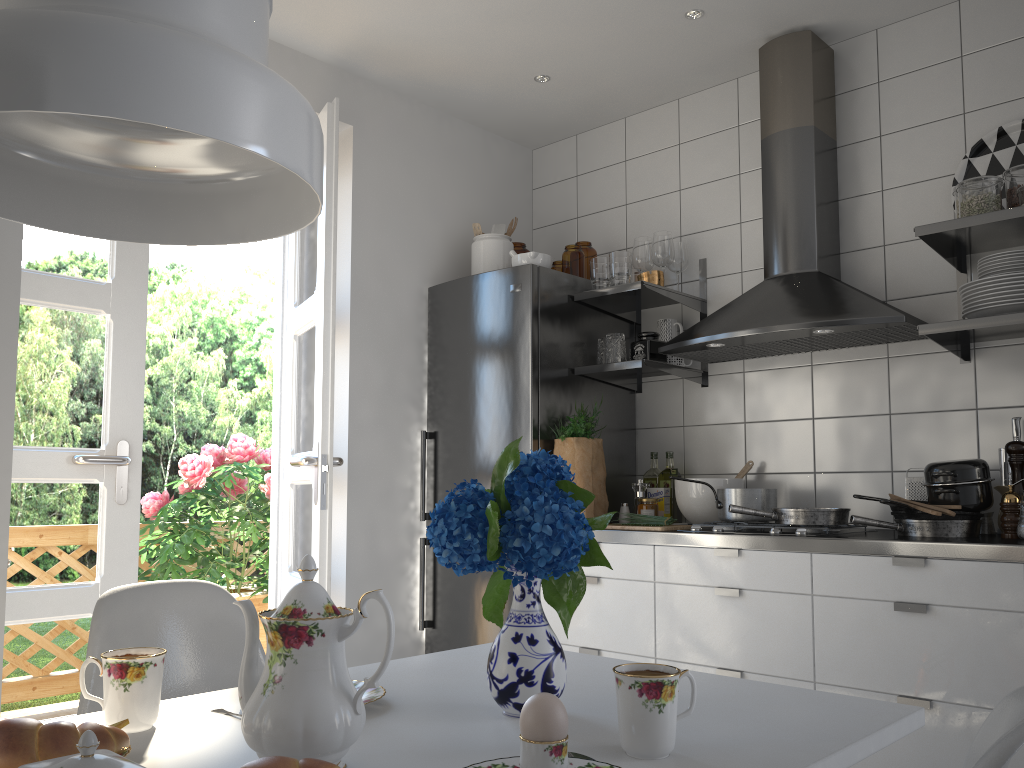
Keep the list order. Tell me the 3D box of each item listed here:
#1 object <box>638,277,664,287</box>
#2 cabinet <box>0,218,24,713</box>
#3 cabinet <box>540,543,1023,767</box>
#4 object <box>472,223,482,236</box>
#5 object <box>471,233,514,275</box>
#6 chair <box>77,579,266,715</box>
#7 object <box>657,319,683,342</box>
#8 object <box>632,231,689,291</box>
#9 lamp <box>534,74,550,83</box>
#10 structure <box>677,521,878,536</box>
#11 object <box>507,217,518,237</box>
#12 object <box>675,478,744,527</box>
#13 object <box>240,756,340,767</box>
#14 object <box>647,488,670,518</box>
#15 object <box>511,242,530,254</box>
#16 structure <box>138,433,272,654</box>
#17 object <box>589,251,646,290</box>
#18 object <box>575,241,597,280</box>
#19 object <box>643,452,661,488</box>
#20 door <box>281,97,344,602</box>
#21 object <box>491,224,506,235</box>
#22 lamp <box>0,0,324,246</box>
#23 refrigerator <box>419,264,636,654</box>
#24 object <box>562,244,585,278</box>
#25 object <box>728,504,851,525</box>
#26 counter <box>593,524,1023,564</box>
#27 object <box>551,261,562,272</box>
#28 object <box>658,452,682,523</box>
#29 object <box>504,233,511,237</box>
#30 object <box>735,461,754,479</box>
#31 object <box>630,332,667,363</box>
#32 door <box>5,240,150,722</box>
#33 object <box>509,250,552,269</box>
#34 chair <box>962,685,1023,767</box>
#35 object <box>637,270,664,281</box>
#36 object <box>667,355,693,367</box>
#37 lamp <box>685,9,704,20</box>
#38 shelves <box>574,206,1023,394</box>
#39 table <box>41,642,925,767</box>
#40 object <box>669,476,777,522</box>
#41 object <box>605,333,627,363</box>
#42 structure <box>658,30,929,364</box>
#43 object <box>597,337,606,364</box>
[{"bbox_3d":[0.523,-0.373,3.336,0.100,0.036,0.100,4,-8,-27],"label":"object"},{"bbox_3d":[-1.788,0.117,1.681,0.514,2.089,1.380,-5,-7,43],"label":"cabinet"},{"bbox_3d":[1.473,0.844,2.265,3.244,0.792,0.664,-6,-9,43],"label":"cabinet"},{"bbox_3d":[-0.128,-0.527,3.669,0.054,0.262,0.149,-2,-6,18],"label":"object"},{"bbox_3d":[-0.080,-0.497,3.661,0.174,0.207,0.174,-4,-7,38],"label":"object"},{"bbox_3d":[-0.425,0.730,1.388,0.543,0.798,0.466,-4,-7,37],"label":"chair"},{"bbox_3d":[0.614,-0.202,3.480,0.083,0.100,0.109,1,-6,-13],"label":"object"},{"bbox_3d":[0.587,-0.456,3.518,0.193,0.244,0.206,-5,-8,41],"label":"object"},{"bbox_3d":[0.117,-1.204,3.462,0.064,0.030,0.064,-5,-8,35],"label":"lamp"},{"bbox_3d":[0.859,0.463,2.873,0.468,0.028,0.491,-6,-10,43],"label":"structure"},{"bbox_3d":[-0.029,-0.543,3.669,0.131,0.295,0.056,-2,-5,23],"label":"object"},{"bbox_3d":[0.723,0.435,3.250,0.247,0.174,0.248,1,-6,-6],"label":"object"},{"bbox_3d":[-0.193,0.353,0.746,0.161,0.057,0.124,4,-8,-32],"label":"object"},{"bbox_3d":[0.563,0.469,3.401,0.077,0.140,0.044,-5,-7,43],"label":"object"},{"bbox_3d":[0.019,-0.488,3.842,0.117,0.235,0.118,2,-6,-21],"label":"object"},{"bbox_3d":[-1.517,0.906,4.783,1.264,1.276,1.177,-6,-8,44],"label":"structure"},{"bbox_3d":[0.405,-0.413,3.420,0.190,0.134,0.229,-4,-8,33],"label":"object"},{"bbox_3d":[0.297,-0.488,3.679,0.097,0.194,0.097,-5,-7,42],"label":"object"},{"bbox_3d":[0.561,0.409,3.485,0.066,0.281,0.066,-4,-6,38],"label":"object"},{"bbox_3d":[-0.753,0.192,3.240,0.156,2.319,0.603,2,-5,-27],"label":"door"},{"bbox_3d":[-0.074,-0.542,3.673,0.064,0.289,0.141,-1,-5,17],"label":"object"},{"bbox_3d":[-0.375,-0.843,0.918,0.373,1.319,0.374,1,-5,-15],"label":"lamp"},{"bbox_3d":[0.067,0.501,3.593,0.577,1.794,0.695,-5,-7,43],"label":"refrigerator"},{"bbox_3d":[0.249,-0.479,3.582,0.093,0.153,0.093,2,-6,-24],"label":"object"},{"bbox_3d":[0.865,0.403,2.752,0.351,0.060,0.233,-3,-7,21],"label":"object"},{"bbox_3d":[1.477,0.429,2.304,3.245,0.045,0.652,-6,-10,43],"label":"counter"},{"bbox_3d":[0.205,-0.448,3.727,0.093,0.127,0.093,3,-6,-25],"label":"object"},{"bbox_3d":[0.617,0.402,3.425,0.090,0.281,0.082,-5,-7,43],"label":"object"},{"bbox_3d":[-0.033,-0.520,3.675,0.050,0.246,0.115,-1,-5,8],"label":"object"},{"bbox_3d":[0.778,0.395,3.241,0.221,0.232,0.081,0,-5,4],"label":"object"},{"bbox_3d":[0.513,-0.132,3.325,0.100,0.122,0.100,4,-7,-37],"label":"object"},{"bbox_3d":[-1.497,0.146,2.862,0.157,2.319,0.603,-4,-7,43],"label":"door"},{"bbox_3d":[0.082,-0.470,3.482,0.159,0.109,0.173,-5,-8,38],"label":"object"},{"bbox_3d":[0.192,0.657,0.795,0.543,0.798,0.466,-3,-6,32],"label":"chair"},{"bbox_3d":[0.521,-0.395,3.339,0.100,0.048,0.100,3,-7,-23],"label":"object"},{"bbox_3d":[0.641,-0.106,3.450,0.108,0.100,0.083,-4,-7,32],"label":"object"},{"bbox_3d":[0.616,-1.260,2.997,0.064,0.030,0.064,-5,-8,35],"label":"lamp"},{"bbox_3d":[1.299,-0.339,2.695,2.545,0.510,0.427,-6,-9,43],"label":"shelves"},{"bbox_3d":[-0.346,0.730,0.819,0.815,0.658,1.829,-6,-9,43],"label":"table"},{"bbox_3d":[0.732,0.391,3.027,0.348,0.153,0.201,1,-6,-7],"label":"object"},{"bbox_3d":[0.390,-0.129,3.338,0.086,0.119,0.086,-5,-7,39],"label":"object"},{"bbox_3d":[0.928,-0.675,3.042,0.870,1.089,0.473,-5,-7,43],"label":"structure"},{"bbox_3d":[0.368,-0.117,3.435,0.086,0.119,0.086,4,-7,-36],"label":"object"}]
